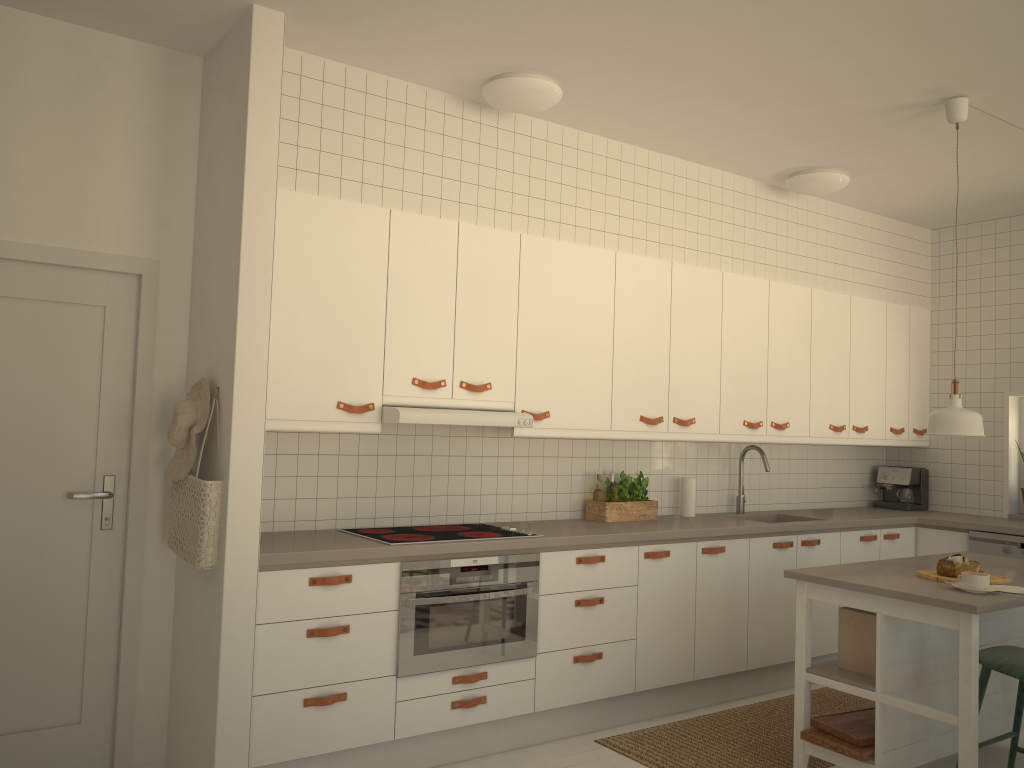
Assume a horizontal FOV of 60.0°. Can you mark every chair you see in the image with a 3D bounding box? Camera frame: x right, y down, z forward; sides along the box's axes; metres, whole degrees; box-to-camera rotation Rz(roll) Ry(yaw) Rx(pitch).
[{"bbox_3d":[1.867,1.257,3.165,0.485,0.752,0.446,4,-4,-35],"label":"chair"}]

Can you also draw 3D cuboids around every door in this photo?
[{"bbox_3d":[-1.870,0.494,3.275,0.955,2.034,0.166,4,-4,-35],"label":"door"}]

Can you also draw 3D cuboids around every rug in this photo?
[{"bbox_3d":[1.404,1.670,4.300,1.999,0.004,0.750,4,-3,-35],"label":"rug"}]

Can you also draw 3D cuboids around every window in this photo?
[{"bbox_3d":[3.858,0.451,5.073,0.293,0.816,1.898,4,-3,-35],"label":"window"}]

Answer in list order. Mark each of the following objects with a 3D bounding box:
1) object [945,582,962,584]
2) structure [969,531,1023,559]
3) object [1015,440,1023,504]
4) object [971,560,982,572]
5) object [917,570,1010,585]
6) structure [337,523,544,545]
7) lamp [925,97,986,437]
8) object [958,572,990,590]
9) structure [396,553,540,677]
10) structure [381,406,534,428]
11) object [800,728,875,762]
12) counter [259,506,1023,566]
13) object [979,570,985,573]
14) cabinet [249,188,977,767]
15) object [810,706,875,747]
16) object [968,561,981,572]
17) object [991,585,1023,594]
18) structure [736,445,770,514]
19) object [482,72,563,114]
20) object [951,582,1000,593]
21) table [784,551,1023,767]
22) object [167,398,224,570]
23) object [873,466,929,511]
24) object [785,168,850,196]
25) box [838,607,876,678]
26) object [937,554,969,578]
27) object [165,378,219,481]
[{"bbox_3d":[1.696,0.754,3.345,0.132,0.011,0.027,2,-3,4],"label":"object"},{"bbox_3d":[3.207,1.249,5.218,0.704,0.710,0.705,4,-3,-35],"label":"structure"},{"bbox_3d":[3.360,0.597,5.643,0.300,0.499,0.333,0,-4,38],"label":"object"},{"bbox_3d":[1.851,0.742,3.582,0.073,0.055,0.083,3,-3,-28],"label":"object"},{"bbox_3d":[1.811,0.777,3.565,0.306,0.019,0.237,3,-3,-19],"label":"object"},{"bbox_3d":[-0.316,0.670,3.932,0.763,0.057,0.504,4,-3,-35],"label":"structure"},{"bbox_3d":[1.910,-0.524,3.812,0.229,1.491,0.229,4,-4,-34],"label":"lamp"},{"bbox_3d":[1.718,0.732,3.291,0.098,0.064,0.094,1,-3,13],"label":"object"},{"bbox_3d":[-0.348,0.956,3.962,0.682,0.447,0.704,4,-3,-35],"label":"structure"},{"bbox_3d":[-0.315,0.148,4.005,0.680,0.073,0.482,4,-3,-35],"label":"structure"},{"bbox_3d":[1.409,1.414,3.556,0.430,0.030,0.280,4,-3,-35],"label":"object"},{"bbox_3d":[1.549,0.805,3.863,4.843,0.163,2.856,4,-3,-35],"label":"counter"},{"bbox_3d":[1.873,0.763,3.600,0.068,0.017,0.077,3,-3,-27],"label":"object"},{"bbox_3d":[1.562,0.408,3.885,4.843,2.160,2.852,4,-3,-35],"label":"cabinet"},{"bbox_3d":[1.462,1.388,3.615,0.430,0.030,0.280,3,-3,-26],"label":"object"},{"bbox_3d":[1.833,0.739,3.560,0.072,0.057,0.083,4,-3,-29],"label":"object"},{"bbox_3d":[1.880,0.775,3.344,0.167,0.005,0.167,4,-3,-39],"label":"object"},{"bbox_3d":[1.448,0.578,5.336,0.063,0.421,0.236,4,-3,-28],"label":"structure"},{"bbox_3d":[0.044,-1.250,3.862,0.351,0.101,0.351,2,-3,7],"label":"object"},{"bbox_3d":[1.719,0.760,3.289,0.160,0.020,0.160,1,-3,21],"label":"object"},{"bbox_3d":[1.915,1.230,3.719,1.423,0.865,0.794,4,-3,-35],"label":"table"},{"bbox_3d":[-1.162,0.357,3.281,0.093,0.613,0.439,4,-4,-36],"label":"object"},{"bbox_3d":[2.673,0.723,6.171,0.279,0.292,0.316,4,-3,-34],"label":"object"},{"bbox_3d":[1.738,-1.137,5.053,0.351,0.101,0.351,2,-3,7],"label":"object"},{"bbox_3d":[1.547,1.045,3.633,0.357,0.242,0.237,4,-3,-34],"label":"box"},{"bbox_3d":[1.755,0.721,3.533,0.090,0.087,0.086,3,-3,-27],"label":"object"},{"bbox_3d":[-1.213,0.168,3.309,0.136,0.385,0.335,4,-4,-35],"label":"object"}]
